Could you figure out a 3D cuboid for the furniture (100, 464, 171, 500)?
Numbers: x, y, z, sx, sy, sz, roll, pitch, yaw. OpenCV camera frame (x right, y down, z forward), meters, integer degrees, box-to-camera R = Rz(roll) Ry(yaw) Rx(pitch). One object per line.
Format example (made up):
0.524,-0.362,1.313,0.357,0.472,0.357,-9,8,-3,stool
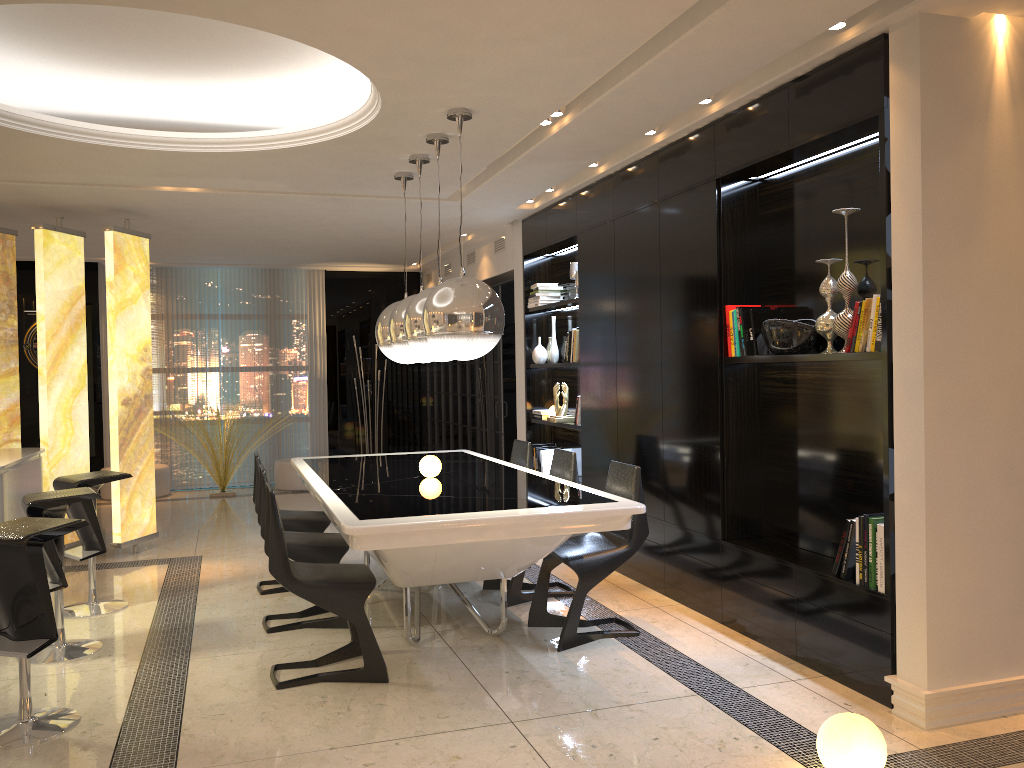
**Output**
-4.242,1.092,9.995,0.735,0.357,0.735,-1,1,-16,furniture

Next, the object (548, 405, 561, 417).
0.357,0.232,7.201,0.125,0.125,0.125,-1,1,22,object

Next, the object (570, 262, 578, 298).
0.505,-0.786,6.863,0.111,0.301,0.111,-1,1,-22,object

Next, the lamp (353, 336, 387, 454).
-1.746,0.308,10.956,0.418,1.801,0.200,-1,1,-18,lamp

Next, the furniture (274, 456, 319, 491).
-2.432,1.049,10.485,0.735,0.357,0.735,0,1,44,furniture

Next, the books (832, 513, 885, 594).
1.514,0.673,3.670,0.222,0.296,0.345,-1,1,-18,books

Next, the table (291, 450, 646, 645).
-0.481,0.899,5.026,1.293,0.759,3.031,-1,1,-18,table

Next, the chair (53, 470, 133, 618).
-2.455,0.920,5.176,0.380,0.789,0.380,0,1,40,chair

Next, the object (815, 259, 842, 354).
1.419,-0.343,3.960,0.121,0.416,0.121,-1,1,-23,object

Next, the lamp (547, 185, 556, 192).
0.270,-1.484,6.536,0.107,0.127,0.107,-2,1,-37,lamp

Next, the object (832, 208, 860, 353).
1.438,-0.439,3.806,0.121,0.612,0.121,-1,1,-23,object

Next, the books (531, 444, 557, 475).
0.293,0.648,7.479,0.210,0.270,0.236,-1,1,-18,books

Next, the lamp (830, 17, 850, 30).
1.265,-1.454,3.466,0.107,0.127,0.107,-2,1,-37,lamp

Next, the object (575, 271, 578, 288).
0.534,-0.746,6.755,0.104,0.224,0.104,-1,1,-16,object

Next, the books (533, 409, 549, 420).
0.310,0.256,7.409,0.209,0.073,0.266,-1,1,-15,books

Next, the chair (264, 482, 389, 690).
-0.846,0.874,3.990,0.496,0.858,0.523,-1,1,-18,chair

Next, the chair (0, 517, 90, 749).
-1.889,0.937,3.429,0.380,0.789,0.380,-1,1,15,chair

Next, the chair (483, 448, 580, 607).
0.114,0.834,5.324,0.496,0.858,0.523,-1,1,-18,chair

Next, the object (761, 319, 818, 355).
1.315,-0.220,4.207,0.193,0.177,0.375,-1,1,-17,object

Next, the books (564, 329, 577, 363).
0.513,-0.290,6.774,0.207,0.256,0.245,-1,1,-19,books

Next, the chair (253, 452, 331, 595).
-1.376,0.858,5.623,0.496,0.858,0.523,-1,1,-18,chair

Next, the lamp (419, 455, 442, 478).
-0.455,0.458,4.933,0.125,0.125,0.125,-1,1,33,lamp

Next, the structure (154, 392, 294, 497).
-3.241,0.683,9.884,1.282,1.142,1.275,-1,1,28,structure

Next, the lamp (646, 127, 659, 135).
0.772,-1.469,4.989,0.107,0.127,0.107,-2,1,-37,lamp

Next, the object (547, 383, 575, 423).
0.389,0.145,7.035,0.177,0.311,0.177,-1,1,-18,object

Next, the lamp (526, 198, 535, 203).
0.131,-1.489,6.963,0.107,0.127,0.107,-2,1,-37,lamp

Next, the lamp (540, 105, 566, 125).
0.199,-1.453,4.672,0.107,0.127,0.271,-1,1,-18,lamp

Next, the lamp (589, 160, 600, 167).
0.520,-1.477,5.763,0.107,0.127,0.107,-2,1,-37,lamp

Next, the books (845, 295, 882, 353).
1.518,-0.248,3.631,0.189,0.238,0.290,-1,1,-19,books

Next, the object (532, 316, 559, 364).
0.271,-0.364,7.388,0.210,0.395,0.180,-1,1,-15,object

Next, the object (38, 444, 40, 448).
-5.020,0.789,9.747,0.330,0.297,0.032,-1,1,-18,object

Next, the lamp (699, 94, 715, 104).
0.956,-1.464,4.422,0.107,0.127,0.107,-2,1,-37,lamp

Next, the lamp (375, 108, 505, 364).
-0.466,-0.735,5.042,0.408,1.226,1.827,-1,1,-18,lamp

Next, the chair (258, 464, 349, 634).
-1.114,0.866,4.815,0.496,0.858,0.523,-1,1,-18,chair

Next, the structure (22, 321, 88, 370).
-5.184,-0.441,10.073,0.669,0.669,0.048,-1,1,-18,structure

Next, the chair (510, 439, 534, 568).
-0.135,0.827,6.091,0.496,0.858,0.523,-1,1,-18,chair

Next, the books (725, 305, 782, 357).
1.234,-0.272,4.507,0.210,0.270,0.236,-1,1,-18,books

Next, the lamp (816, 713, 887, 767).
1.097,1.177,2.868,0.212,0.214,0.213,-1,1,22,lamp

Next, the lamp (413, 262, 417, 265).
-1.210,-1.525,10.866,0.107,0.127,0.107,-2,1,-37,lamp

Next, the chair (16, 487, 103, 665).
-2.236,0.929,4.371,0.380,0.789,0.380,-2,1,-35,chair

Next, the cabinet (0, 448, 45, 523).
-3.060,0.901,4.113,1.046,0.887,3.752,-1,1,-18,cabinet

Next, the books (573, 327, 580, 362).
0.578,-0.291,6.575,0.212,0.261,0.252,-1,1,-18,books

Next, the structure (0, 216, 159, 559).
-3.797,0.043,6.491,2.180,2.555,0.448,-1,1,-18,structure

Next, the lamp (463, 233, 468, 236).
-0.479,-1.503,8.613,0.107,0.127,0.107,-2,1,-37,lamp

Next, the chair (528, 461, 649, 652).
0.376,0.842,4.516,0.496,0.858,0.523,-1,1,-18,chair

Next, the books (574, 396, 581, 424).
0.581,0.185,6.593,0.182,0.232,0.284,-1,1,-15,books

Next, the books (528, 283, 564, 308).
0.280,-0.735,7.399,0.259,0.188,0.302,-1,1,-11,books
